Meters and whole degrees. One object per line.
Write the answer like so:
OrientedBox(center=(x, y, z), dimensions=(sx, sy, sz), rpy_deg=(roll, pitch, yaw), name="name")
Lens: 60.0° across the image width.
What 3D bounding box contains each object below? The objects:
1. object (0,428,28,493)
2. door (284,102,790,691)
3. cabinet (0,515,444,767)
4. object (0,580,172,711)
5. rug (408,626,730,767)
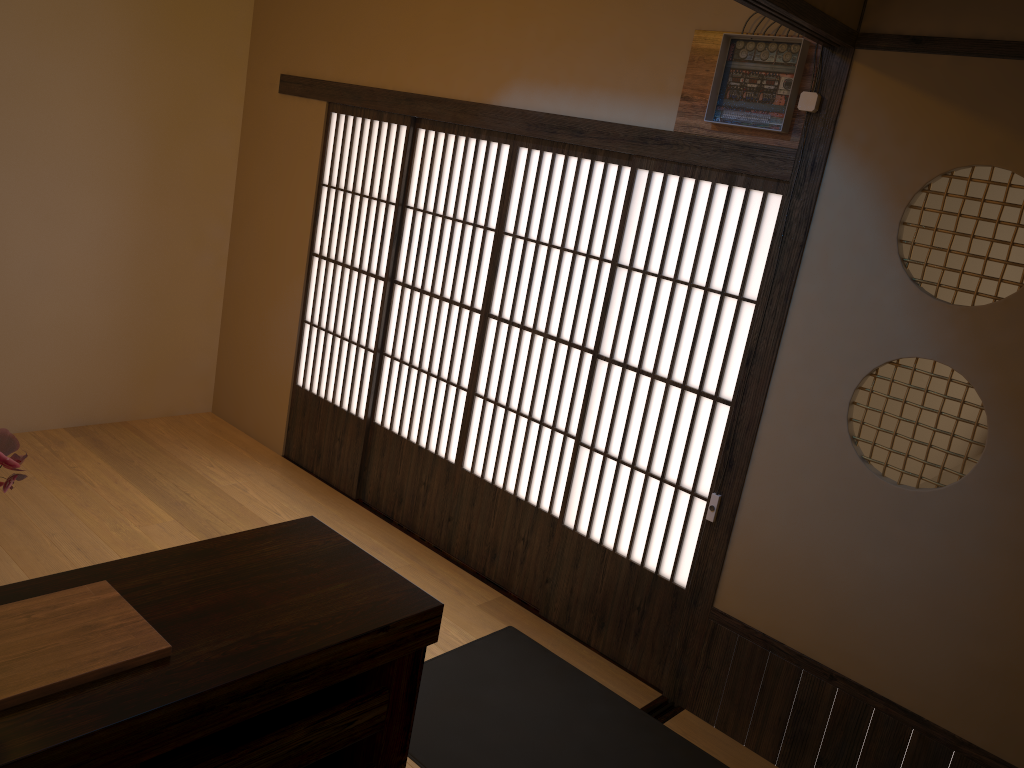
OrientedBox(center=(-0.908, 0.276, 1.337), dimensions=(0.321, 0.375, 0.190), rpy_deg=(-2, 18, -40), name="object")
OrientedBox(center=(-0.160, -0.141, 4.102), dimensions=(2.662, 1.988, 0.066), rpy_deg=(22, 18, 39), name="door")
OrientedBox(center=(-1.135, 0.950, 1.373), dimensions=(0.492, 0.965, 2.189), rpy_deg=(22, 18, 38), name="cabinet")
OrientedBox(center=(-1.034, 0.473, 1.288), dimensions=(0.268, 0.020, 0.999), rpy_deg=(22, 19, 38), name="object")
OrientedBox(center=(0.769, 1.503, 2.503), dimensions=(2.970, 0.005, 0.903), rpy_deg=(23, 19, 38), name="rug")
